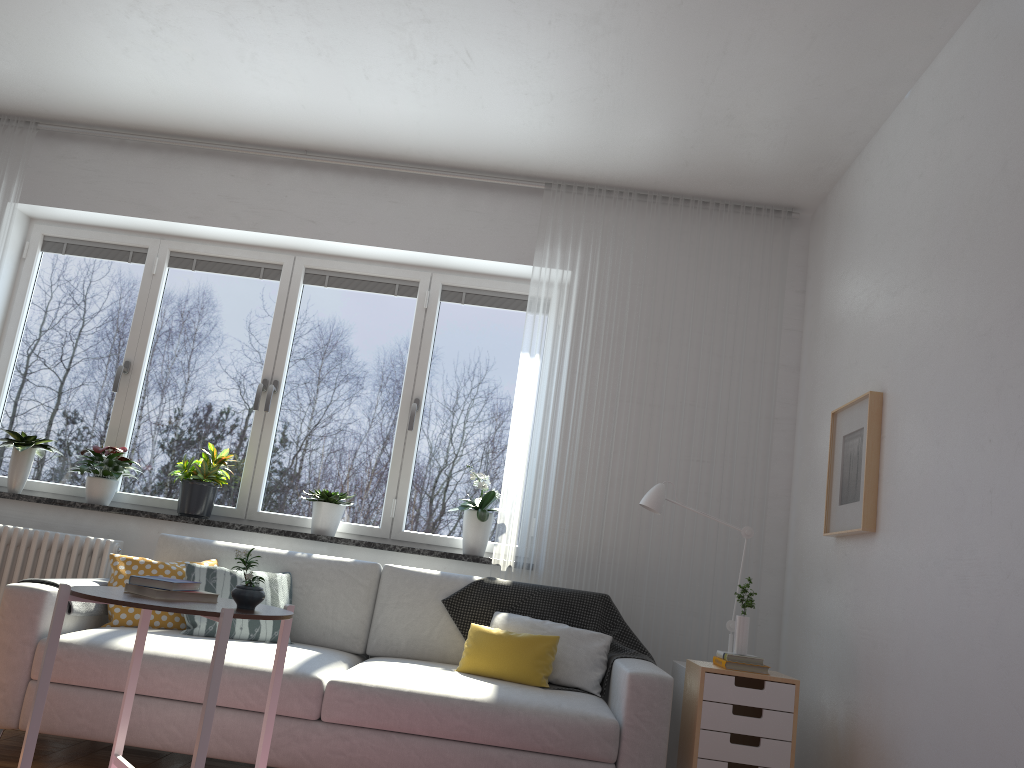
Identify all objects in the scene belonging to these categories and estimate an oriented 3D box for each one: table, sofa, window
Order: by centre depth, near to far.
[{"bbox_3d":[-0.987,0.943,2.497,0.617,0.685,0.620,8,-12,1],"label":"table"},{"bbox_3d":[-0.651,1.149,3.606,2.461,0.840,1.007,7,-12,2],"label":"sofa"},{"bbox_3d":[-1.286,-0.003,4.722,3.020,1.505,0.152,7,-11,2],"label":"window"}]

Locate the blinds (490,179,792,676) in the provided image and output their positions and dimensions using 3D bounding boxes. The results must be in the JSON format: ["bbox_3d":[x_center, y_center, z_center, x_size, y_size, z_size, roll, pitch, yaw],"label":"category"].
[{"bbox_3d":[0.613,0.418,4.323,1.292,2.877,0.055,7,-11,2],"label":"blinds"}]

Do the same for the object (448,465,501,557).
[{"bbox_3d":[-0.177,0.650,4.506,0.286,0.442,0.341,10,-12,-9],"label":"object"}]

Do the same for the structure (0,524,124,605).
[{"bbox_3d":[-2.343,0.999,4.211,0.972,0.621,0.225,7,-11,2],"label":"structure"}]

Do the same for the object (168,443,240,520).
[{"bbox_3d":[-1.595,0.483,4.487,0.333,0.383,0.300,4,-12,17],"label":"object"}]

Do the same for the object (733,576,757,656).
[{"bbox_3d":[0.865,0.862,3.306,0.081,0.286,0.086,6,-11,9],"label":"object"}]

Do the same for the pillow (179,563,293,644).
[{"bbox_3d":[-1.142,0.919,3.731,0.470,0.288,0.310,14,-13,-26],"label":"pillow"}]

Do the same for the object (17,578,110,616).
[{"bbox_3d":[-1.794,1.049,3.550,0.288,0.532,0.610,7,-12,2],"label":"object"}]

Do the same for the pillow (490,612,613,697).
[{"bbox_3d":[0.135,1.112,3.682,0.532,0.258,0.302,4,-12,16],"label":"pillow"}]

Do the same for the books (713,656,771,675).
[{"bbox_3d":[0.848,1.043,3.287,0.164,0.028,0.211,7,-12,2],"label":"books"}]

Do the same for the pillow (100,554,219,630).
[{"bbox_3d":[-1.473,0.881,3.760,0.465,0.317,0.313,14,-13,-29],"label":"pillow"}]

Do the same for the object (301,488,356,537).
[{"bbox_3d":[-0.936,0.644,4.464,0.267,0.236,0.284,11,-12,-15],"label":"object"}]

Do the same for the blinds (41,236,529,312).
[{"bbox_3d":[-1.203,-0.598,4.876,2.844,0.097,0.015,7,-11,2],"label":"blinds"}]

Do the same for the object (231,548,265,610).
[{"bbox_3d":[-0.759,0.560,2.562,0.109,0.174,0.096,12,-12,-18],"label":"object"}]

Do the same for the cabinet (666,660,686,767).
[{"bbox_3d":[0.860,1.484,3.625,0.400,0.598,0.401,7,-11,2],"label":"cabinet"}]

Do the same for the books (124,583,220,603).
[{"bbox_3d":[-0.996,0.612,2.601,0.162,0.026,0.209,-1,-15,36],"label":"books"}]

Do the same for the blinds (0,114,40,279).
[{"bbox_3d":[-3.220,-0.072,4.482,1.037,2.877,0.056,7,-11,2],"label":"blinds"}]

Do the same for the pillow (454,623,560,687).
[{"bbox_3d":[-0.016,1.077,3.537,0.401,0.193,0.211,4,-12,19],"label":"pillow"}]

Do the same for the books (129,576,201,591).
[{"bbox_3d":[-1.010,0.582,2.590,0.136,0.024,0.175,6,-12,7],"label":"books"}]

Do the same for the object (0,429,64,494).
[{"bbox_3d":[-2.473,0.399,4.491,0.292,0.314,0.355,9,-12,-6],"label":"object"}]

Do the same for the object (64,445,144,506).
[{"bbox_3d":[-2.078,0.465,4.527,0.380,0.307,0.371,13,-13,-22],"label":"object"}]

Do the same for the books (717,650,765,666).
[{"bbox_3d":[0.846,1.016,3.291,0.136,0.024,0.176,7,-12,2],"label":"books"}]

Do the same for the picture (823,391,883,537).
[{"bbox_3d":[1.335,0.328,3.483,0.050,0.522,0.432,7,-11,2],"label":"picture"}]

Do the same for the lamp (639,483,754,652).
[{"bbox_3d":[-1.074,0.665,2.829,4.599,1.342,0.333,14,-13,-27],"label":"lamp"}]

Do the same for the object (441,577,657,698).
[{"bbox_3d":[0.231,1.208,3.816,0.980,0.646,0.678,14,-13,-27],"label":"object"}]

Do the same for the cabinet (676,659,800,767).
[{"bbox_3d":[0.805,1.368,3.224,0.349,0.641,0.302,7,-11,2],"label":"cabinet"}]
